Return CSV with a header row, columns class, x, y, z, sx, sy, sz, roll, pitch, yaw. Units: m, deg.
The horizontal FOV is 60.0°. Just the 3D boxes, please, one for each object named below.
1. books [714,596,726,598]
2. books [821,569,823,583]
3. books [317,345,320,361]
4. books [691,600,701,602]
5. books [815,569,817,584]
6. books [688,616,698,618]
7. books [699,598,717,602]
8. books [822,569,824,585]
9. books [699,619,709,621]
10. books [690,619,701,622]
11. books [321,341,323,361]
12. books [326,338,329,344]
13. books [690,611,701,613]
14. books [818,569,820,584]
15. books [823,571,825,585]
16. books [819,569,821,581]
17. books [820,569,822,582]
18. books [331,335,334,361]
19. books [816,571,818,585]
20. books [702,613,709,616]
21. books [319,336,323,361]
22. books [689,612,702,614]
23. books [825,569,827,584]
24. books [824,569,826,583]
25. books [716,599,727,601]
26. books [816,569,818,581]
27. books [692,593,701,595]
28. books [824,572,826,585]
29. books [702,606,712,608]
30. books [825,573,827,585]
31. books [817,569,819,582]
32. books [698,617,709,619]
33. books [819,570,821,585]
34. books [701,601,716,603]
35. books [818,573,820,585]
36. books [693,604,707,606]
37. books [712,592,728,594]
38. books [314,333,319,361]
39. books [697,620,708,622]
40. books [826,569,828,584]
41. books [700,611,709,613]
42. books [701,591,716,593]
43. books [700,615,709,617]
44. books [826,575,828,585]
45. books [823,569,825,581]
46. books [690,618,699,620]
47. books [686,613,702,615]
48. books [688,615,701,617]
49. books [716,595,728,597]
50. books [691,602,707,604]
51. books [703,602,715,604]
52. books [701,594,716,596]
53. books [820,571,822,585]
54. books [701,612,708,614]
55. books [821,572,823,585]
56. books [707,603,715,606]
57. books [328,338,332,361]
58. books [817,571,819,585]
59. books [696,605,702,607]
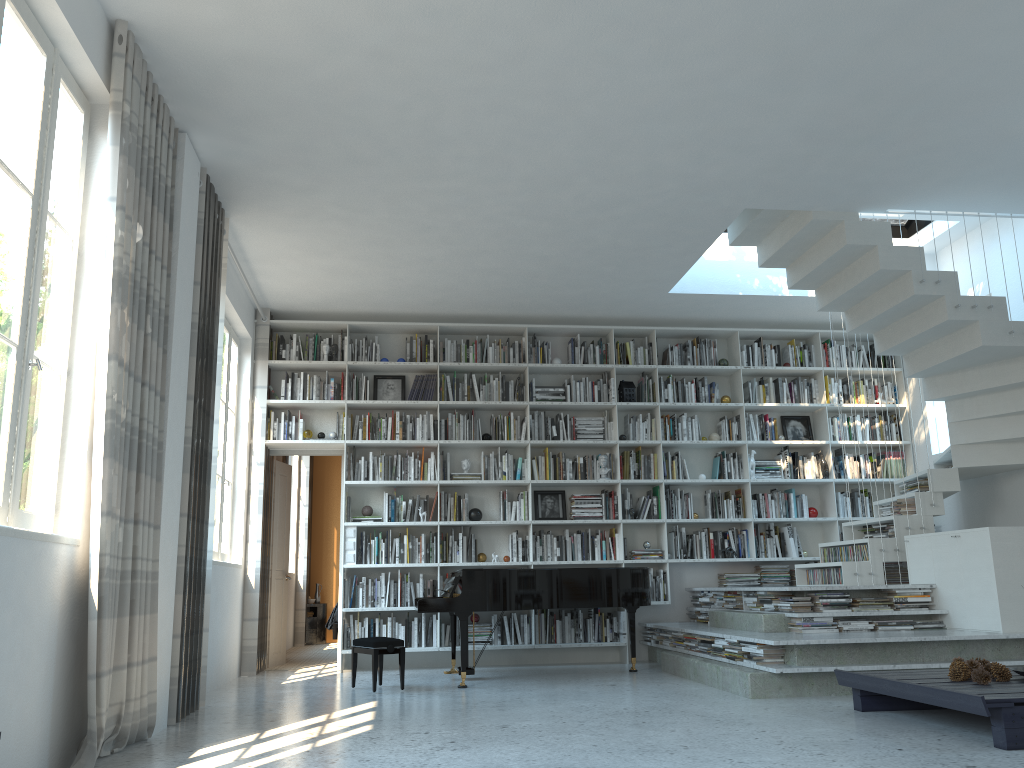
class,x,y,z,sx,sy,sz,roll,pitch,yaw
books,1.866,1.841,7.671,0.167,0.008,0.235,1,-13,-8
books,2.612,1.586,7.300,0.125,0.125,0.008,0,-12,-7
books,-1.815,-0.256,8.330,0.024,0.187,0.160,0,-13,-7
books,1.789,2.015,8.239,0.179,0.012,0.262,1,-13,-7
books,2.599,1.611,7.406,0.125,0.125,0.008,0,-12,-7
books,1.755,2.163,8.238,0.170,0.012,0.215,1,-13,-7
books,1.814,1.935,7.959,0.189,0.030,0.238,1,-13,-10
books,2.614,1.583,7.285,0.125,0.125,0.008,0,-12,-7
books,1.797,2.105,7.933,0.160,0.014,0.268,1,-13,-8
books,1.758,2.197,8.231,0.163,0.019,0.188,1,-13,-8
books,-1.781,-0.273,8.344,0.021,0.226,0.157,0,-13,-7
books,-1.735,-0.287,8.349,0.021,0.253,0.179,0,-13,-7
books,1.754,2.118,8.248,0.152,0.015,0.208,-1,-13,-2
books,2.605,1.599,7.354,0.125,0.125,0.008,0,-12,-7
books,2.616,1.580,7.271,0.125,0.125,0.008,0,-12,-7
books,2.608,1.594,7.331,0.125,0.125,0.007,0,-12,-7
books,2.610,1.590,7.315,0.125,0.125,0.008,0,-12,-7
books,-1.692,-0.303,8.368,0.013,0.291,0.155,0,-13,-7
books,2.600,1.608,7.392,0.125,0.125,0.007,0,-12,-7
books,1.803,2.065,7.943,0.137,0.018,0.201,1,-13,-11
books,-1.798,-0.297,8.348,0.013,0.274,0.159,0,-13,-7
books,1.753,2.130,8.245,0.159,0.009,0.211,0,-13,-3
books,2.621,1.571,7.234,0.125,0.125,0.007,0,-12,-7
books,2.619,1.574,7.249,0.125,0.125,0.008,0,-12,-7
books,1.877,1.864,7.668,0.150,0.013,0.216,1,-13,-7
books,2.601,1.606,7.384,0.125,0.125,0.008,0,-12,-7
books,1.792,1.955,8.253,0.159,0.011,0.246,1,-13,-10
books,2.618,1.576,7.256,0.125,0.125,0.007,0,-12,-7
books,1.827,1.995,7.947,0.173,0.016,0.233,1,-13,-8
books,2.620,1.573,7.242,0.125,0.125,0.007,0,-12,-7
books,2.603,1.602,7.368,0.125,0.125,0.007,0,-12,-7
books,1.785,2.090,7.935,0.180,0.016,0.183,1,-13,-10
books,2.607,1.595,7.339,0.125,0.125,0.008,0,-12,-7
books,1.828,1.953,7.957,0.163,0.008,0.295,1,-13,-9
books,2.604,1.601,7.361,0.125,0.125,0.007,0,-12,-7
books,1.794,2.046,8.233,0.163,0.017,0.233,0,-13,-5
books,1.859,1.808,7.678,0.165,0.015,0.243,2,-13,-12
books,-1.843,-0.316,8.350,0.029,0.314,0.129,0,-12,-7
books,1.780,2.116,7.929,0.187,0.009,0.261,0,-13,-4
books,2.623,1.568,7.219,0.125,0.125,0.010,0,-12,-7
books,1.800,2.041,7.948,0.149,0.014,0.229,1,-13,-9
books,1.820,1.868,7.974,0.171,0.020,0.194,2,-13,-12
books,1.797,2.078,7.939,0.159,0.009,0.229,0,-13,-6
books,2.622,1.569,7.227,0.125,0.125,0.007,0,-12,-7
books,2.617,1.578,7.264,0.125,0.125,0.009,0,-12,-7
books,1.767,2.176,8.236,0.147,0.014,0.293,1,-13,-7
books,1.745,2.137,8.242,0.184,0.006,0.263,0,-13,-6
books,1.758,2.151,8.241,0.159,0.012,0.279,1,-13,-8
books,1.872,1.833,7.674,0.160,0.010,0.180,1,-13,-7
books,1.785,2.029,8.235,0.175,0.017,0.266,0,-13,-4
books,1.832,1.962,7.955,0.152,0.009,0.259,1,-13,-10
books,1.830,1.893,7.970,0.163,0.018,0.290,1,-13,-8
books,2.609,1.592,7.323,0.125,0.125,0.009,0,-12,-7
books,1.798,2.052,7.945,0.144,0.009,0.250,0,-13,-3
books,2.611,1.588,7.308,0.125,0.125,0.009,0,-12,-7
books,1.845,1.976,7.954,0.131,0.021,0.241,0,-13,-5
books,-1.710,-0.290,8.350,0.027,0.258,0.147,0,-13,-7
books,2.602,1.604,7.376,0.125,0.125,0.009,0,-12,-7
books,1.808,2.061,8.231,0.134,0.014,0.181,1,-13,-10
